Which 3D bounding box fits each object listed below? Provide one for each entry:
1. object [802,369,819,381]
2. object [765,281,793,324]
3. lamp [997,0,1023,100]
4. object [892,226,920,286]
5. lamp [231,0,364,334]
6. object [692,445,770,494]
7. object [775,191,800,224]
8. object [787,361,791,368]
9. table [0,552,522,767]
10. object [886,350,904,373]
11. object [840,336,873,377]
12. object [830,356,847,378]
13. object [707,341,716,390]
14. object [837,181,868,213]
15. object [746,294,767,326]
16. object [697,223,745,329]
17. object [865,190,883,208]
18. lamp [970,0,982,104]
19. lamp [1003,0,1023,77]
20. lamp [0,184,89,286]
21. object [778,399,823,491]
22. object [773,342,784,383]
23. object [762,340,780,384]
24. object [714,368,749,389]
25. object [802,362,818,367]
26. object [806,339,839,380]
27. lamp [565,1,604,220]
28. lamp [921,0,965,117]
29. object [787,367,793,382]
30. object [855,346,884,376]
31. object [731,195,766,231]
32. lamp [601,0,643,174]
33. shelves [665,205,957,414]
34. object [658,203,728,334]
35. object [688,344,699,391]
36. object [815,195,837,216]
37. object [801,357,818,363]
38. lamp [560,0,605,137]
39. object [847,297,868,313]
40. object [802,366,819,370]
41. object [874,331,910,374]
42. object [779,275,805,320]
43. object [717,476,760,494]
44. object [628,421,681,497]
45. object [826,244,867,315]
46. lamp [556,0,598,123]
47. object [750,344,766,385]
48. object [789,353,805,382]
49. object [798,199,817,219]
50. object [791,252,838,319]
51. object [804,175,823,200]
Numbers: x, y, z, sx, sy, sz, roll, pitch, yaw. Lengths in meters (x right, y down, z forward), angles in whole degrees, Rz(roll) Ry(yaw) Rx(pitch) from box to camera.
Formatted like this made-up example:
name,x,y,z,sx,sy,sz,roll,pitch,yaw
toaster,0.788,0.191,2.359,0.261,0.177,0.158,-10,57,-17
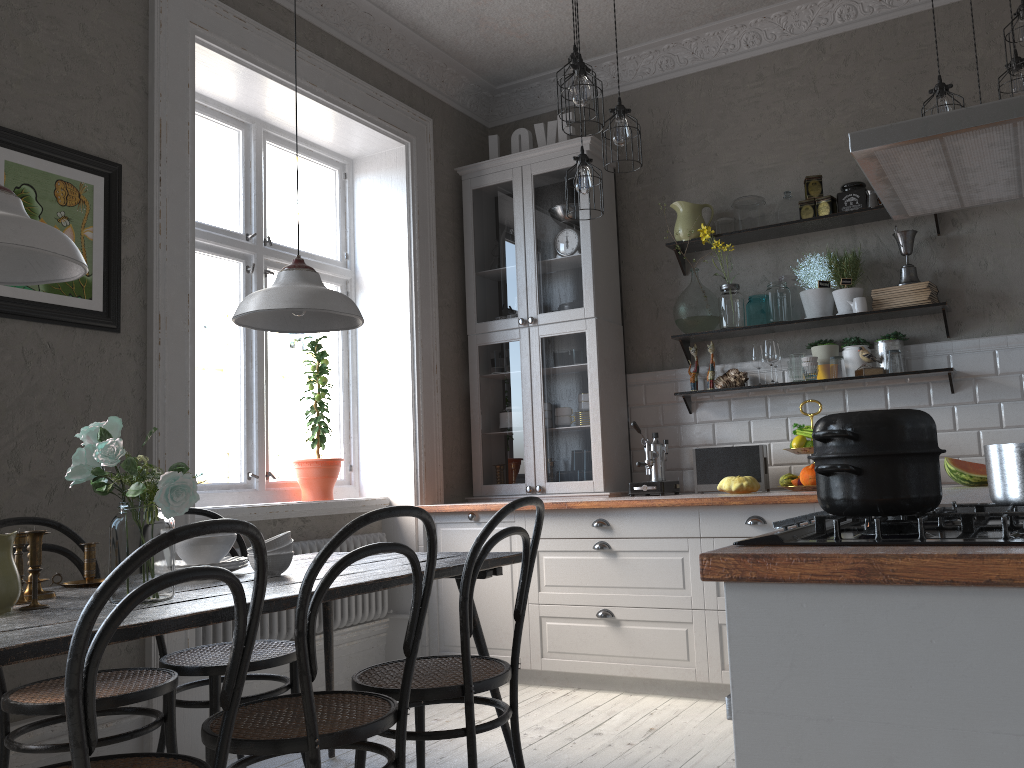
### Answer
name,x,y,z,sx,sy,sz,roll,pitch,yaw
object,1.432,-0.041,4.244,0.076,0.051,0.078,-5,-7,23
object,1.317,-0.397,4.379,0.127,0.206,0.122,2,-8,-37
lamp,1.965,-1.901,3.562,0.148,1.734,0.145,0,-6,-18
object,1.856,-0.595,4.161,0.129,0.287,0.132,-4,-6,15
lamp,-0.668,-1.101,2.733,0.371,1.858,0.387,-7,-8,37
object,1.069,0.419,4.333,0.345,0.226,0.090,-6,-7,29
object,1.414,-0.878,4.524,0.141,0.220,0.139,-1,-6,-10
object,1.408,-0.073,4.400,0.079,0.083,0.076,3,-8,-42
table,-0.811,0.880,2.232,0.888,0.735,1.955,-6,-7,30
object,1.766,-0.102,4.093,0.076,0.108,0.079,-5,-7,23
object,1.663,-0.127,4.278,0.150,0.214,0.170,1,-7,-30
object,1.558,-0.076,4.240,0.076,0.108,0.079,-5,-7,23
object,1.035,-0.091,4.580,0.062,0.264,0.052,0,-7,-24
object,1.668,-0.890,4.315,0.139,0.174,0.144,-6,-7,30
object,1.259,-0.363,4.514,0.123,0.172,0.128,-6,-7,33
object,1.056,-0.545,4.476,0.189,0.540,0.285,-5,-7,22
object,1.713,-0.869,4.172,0.091,0.096,0.076,-6,-7,30
lamp,1.804,-1.646,3.508,0.146,1.734,0.147,-2,-6,2
lamp,1.907,-2.044,3.408,0.146,1.734,0.147,-2,-6,2
lamp,-1.136,-1.166,1.954,0.385,1.858,0.373,0,-7,-22
object,1.401,0.283,4.113,0.348,0.425,0.355,-4,-6,15
object,1.319,-0.099,4.431,0.081,0.217,0.083,-4,-6,16
object,1.275,-0.106,4.352,0.081,0.217,0.083,-4,-6,16
object,1.113,-0.027,4.501,0.176,0.111,0.097,-3,-6,7
object,1.431,-0.076,4.248,0.079,0.051,0.075,3,-8,-41
object,1.526,-0.118,4.346,0.155,0.217,0.157,-3,-6,10
lamp,0.258,-1.533,3.616,0.147,1.734,0.146,-2,-6,-3
lamp,1.619,-1.766,3.466,0.149,1.734,0.144,1,-7,-28
object,1.409,-0.040,4.397,0.079,0.083,0.076,3,-8,-42
object,1.682,-0.107,4.163,0.118,0.147,0.100,-2,-6,-2
object,1.213,-0.852,4.525,0.174,0.184,0.169,0,-7,-21
lamp,0.400,-1.707,3.546,0.145,1.734,0.148,-4,-6,17
shelves,1.440,-0.329,4.373,1.292,0.923,0.233,-6,-7,29
object,0.928,-0.594,4.606,0.334,0.674,0.337,-2,-6,-2
object,0.953,-0.080,4.644,0.053,0.264,0.061,-2,-6,1
object,1.538,-0.852,4.327,0.081,0.113,0.084,-7,-8,40
object,1.430,-0.101,4.251,0.076,0.051,0.078,-4,-6,16
lamp,0.223,-1.779,3.284,0.148,1.734,0.145,-1,-6,-13
object,1.635,-0.368,4.164,0.064,0.071,0.104,1,-7,-29
object,1.432,-0.058,4.246,0.076,0.051,0.078,-5,-7,23
object,1.808,-0.140,4.206,0.156,0.213,0.155,-6,-7,27
object,1.414,-0.416,4.502,0.129,0.264,0.134,-7,-8,35
object,1.049,0.466,4.103,0.193,0.083,0.193,-6,-7,30
object,0.690,0.377,4.452,0.202,0.370,0.360,-6,-7,30
object,1.606,-0.510,4.268,0.185,0.380,0.168,-1,-6,-9
lamp,0.220,-1.888,3.482,0.145,1.734,0.148,-4,-6,17
object,1.248,-0.091,4.477,0.081,0.217,0.083,-4,-6,16
object,1.395,-0.075,4.319,0.078,0.139,0.079,-3,-6,3
object,1.466,-0.844,4.372,0.081,0.113,0.084,-6,-7,30
object,1.520,-0.482,4.376,0.239,0.354,0.240,3,-8,-42
object,1.484,-0.959,4.357,0.082,0.113,0.083,-3,-6,10
